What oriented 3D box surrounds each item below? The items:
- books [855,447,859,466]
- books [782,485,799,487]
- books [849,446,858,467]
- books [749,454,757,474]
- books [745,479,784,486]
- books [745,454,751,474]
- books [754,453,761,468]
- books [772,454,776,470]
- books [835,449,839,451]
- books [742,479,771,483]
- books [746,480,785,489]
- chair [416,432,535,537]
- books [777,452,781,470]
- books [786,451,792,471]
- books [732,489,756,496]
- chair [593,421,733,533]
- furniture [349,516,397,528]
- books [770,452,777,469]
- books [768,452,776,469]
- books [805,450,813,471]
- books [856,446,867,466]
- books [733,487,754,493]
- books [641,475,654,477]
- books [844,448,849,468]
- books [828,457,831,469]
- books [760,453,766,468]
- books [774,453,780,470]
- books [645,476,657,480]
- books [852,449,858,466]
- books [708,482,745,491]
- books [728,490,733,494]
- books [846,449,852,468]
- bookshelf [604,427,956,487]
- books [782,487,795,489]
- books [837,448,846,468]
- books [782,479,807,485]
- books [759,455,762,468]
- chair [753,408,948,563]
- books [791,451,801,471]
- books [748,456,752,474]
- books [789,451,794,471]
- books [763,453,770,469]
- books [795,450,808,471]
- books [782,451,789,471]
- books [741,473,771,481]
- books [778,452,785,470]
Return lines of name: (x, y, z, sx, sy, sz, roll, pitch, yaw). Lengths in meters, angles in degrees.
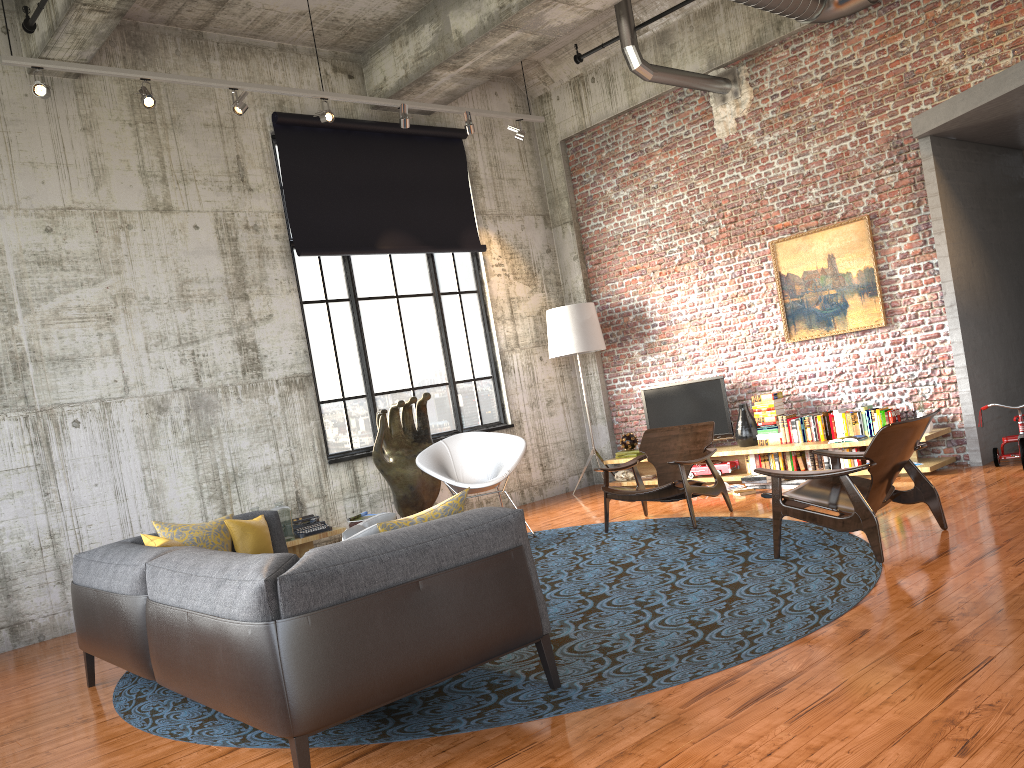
books: (3.324, 0.698, 8.453, 0.120, 0.189, 0.019, -10, 1, -41)
books: (2.699, 0.955, 8.476, 0.231, 0.017, 0.308, -9, -1, -43)
books: (3.289, 0.703, 8.495, 0.137, 0.191, 0.026, -10, 1, -41)
books: (2.574, 0.809, 9.304, 0.171, 0.247, 0.057, -10, 1, -41)
books: (2.501, 0.964, 8.762, 0.236, 0.028, 0.300, -9, -1, -43)
books: (2.526, 0.833, 9.344, 0.138, 0.217, 0.022, -10, 1, -41)
books: (2.605, 0.800, 9.262, 0.152, 0.252, 0.046, -10, 1, -41)
books: (2.732, 0.806, 9.113, 0.139, 0.194, 0.023, -10, 1, -41)
books: (3.202, 0.725, 8.619, 0.131, 0.181, 0.034, -10, 1, -41)
books: (2.478, 0.939, 8.731, 0.261, 0.028, 0.321, -9, -1, -31)
books: (2.520, 0.995, 8.761, 0.236, 0.040, 0.321, -9, -1, -39)
chair: (-0.324, 0.971, 8.345, 1.057, 1.031, 0.806, -10, 0, -2)
books: (2.783, 0.784, 9.081, 0.158, 0.220, 0.030, -10, 1, -41)
books: (2.845, 0.778, 8.979, 0.151, 0.208, 0.039, -10, 1, -41)
books: (2.240, 1.046, 8.549, 0.182, 0.030, 0.129, -9, -1, -19)
chair: (1.306, 0.808, 7.682, 0.877, 0.793, 1.040, -10, 0, 39)
furniture: (-1.180, 1.391, 7.740, 0.432, 0.477, 0.431, -10, 0, 4)
books: (2.715, 0.809, 9.129, 0.139, 0.194, 0.024, -10, 1, -41)
books: (2.704, 0.800, 9.151, 0.138, 0.217, 0.022, -10, 1, -41)
books: (2.995, 0.746, 8.845, 0.149, 0.214, 0.050, -10, 1, -41)
books: (3.337, 0.694, 8.435, 0.137, 0.191, 0.026, -10, 1, -41)
books: (2.232, 1.020, 8.551, 0.189, 0.022, 0.133, -10, -1, 10)
books: (1.583, 1.071, 10.344, 0.113, 0.016, 0.114, -9, -1, -17)
books: (3.256, 0.709, 8.533, 0.137, 0.191, 0.026, -10, 1, -41)
books: (3.135, 0.743, 8.675, 0.121, 0.168, 0.020, -10, 1, -41)
books: (2.649, 0.814, 9.209, 0.151, 0.208, 0.039, -10, 1, -41)
books: (2.756, 0.799, 9.096, 0.145, 0.200, 0.032, -10, 1, -41)
books: (1.584, 1.109, 10.364, 0.211, 0.020, 0.162, -10, -1, 16)
books: (3.313, 0.704, 8.477, 0.131, 0.181, 0.034, -10, 1, -41)
books: (2.111, 1.051, 9.036, 0.299, 0.049, 0.423, -9, -1, -27)
books: (2.212, 1.063, 8.759, 0.188, 0.012, 0.134, -9, -1, -44)
books: (3.270, 0.707, 8.512, 0.137, 0.191, 0.026, -10, 1, -41)
bookshelf: (2.584, 0.836, 9.373, 0.546, 0.359, 3.854, -10, -1, -41)
books: (2.704, 0.971, 8.472, 0.231, 0.017, 0.314, -9, -1, -26)
books: (3.215, 0.720, 8.579, 0.128, 0.186, 0.043, -10, 1, -41)
books: (2.704, 0.938, 8.479, 0.250, 0.014, 0.312, -9, -1, -35)
books: (2.633, 0.825, 9.235, 0.139, 0.194, 0.024, -10, 1, -41)
chair: (2.175, 0.634, 5.643, 0.872, 0.793, 1.046, -10, 0, -40)
books: (2.883, 0.765, 8.929, 0.158, 0.220, 0.030, -10, 1, -41)
books: (2.545, 0.841, 9.329, 0.139, 0.194, 0.023, -10, 1, -41)
books: (2.871, 0.768, 8.957, 0.158, 0.220, 0.030, -10, 1, -41)
books: (2.680, 0.806, 9.177, 0.148, 0.213, 0.049, -10, 1, -41)
books: (2.923, 0.742, 8.893, 0.152, 0.256, 0.089, -10, 1, -41)
books: (2.829, 0.773, 9.027, 0.156, 0.225, 0.052, -10, 1, -41)
books: (2.447, 0.914, 8.722, 0.235, 0.035, 0.297, -9, -1, -39)
books: (2.788, 0.783, 9.045, 0.158, 0.220, 0.030, -10, 1, -41)
